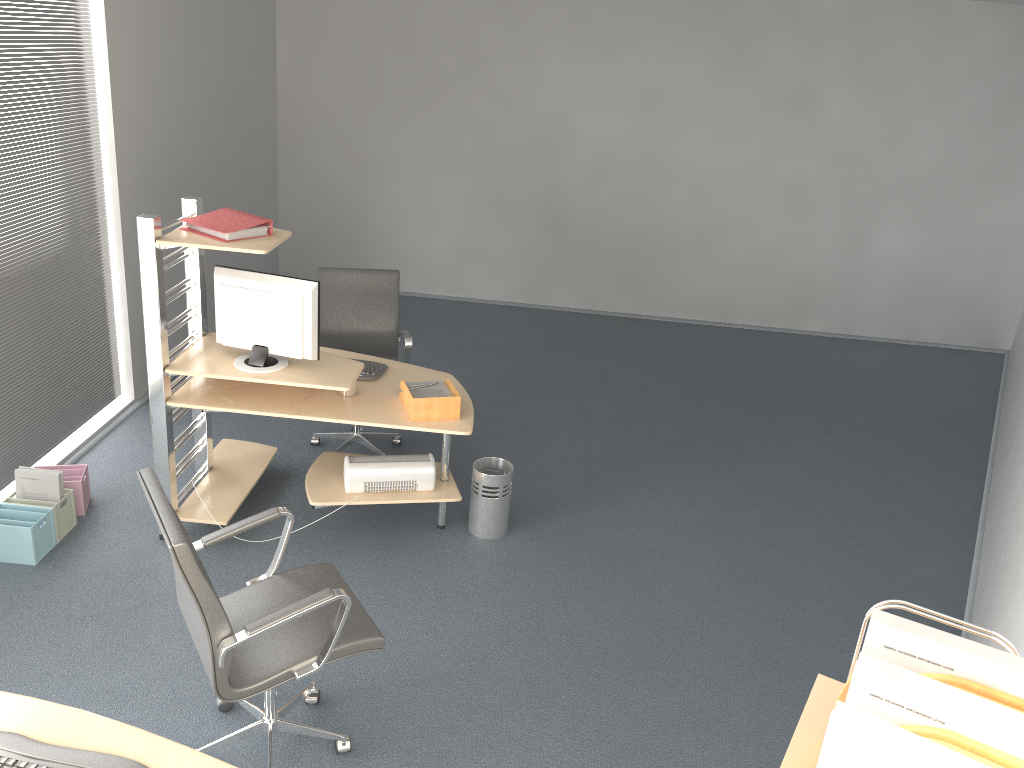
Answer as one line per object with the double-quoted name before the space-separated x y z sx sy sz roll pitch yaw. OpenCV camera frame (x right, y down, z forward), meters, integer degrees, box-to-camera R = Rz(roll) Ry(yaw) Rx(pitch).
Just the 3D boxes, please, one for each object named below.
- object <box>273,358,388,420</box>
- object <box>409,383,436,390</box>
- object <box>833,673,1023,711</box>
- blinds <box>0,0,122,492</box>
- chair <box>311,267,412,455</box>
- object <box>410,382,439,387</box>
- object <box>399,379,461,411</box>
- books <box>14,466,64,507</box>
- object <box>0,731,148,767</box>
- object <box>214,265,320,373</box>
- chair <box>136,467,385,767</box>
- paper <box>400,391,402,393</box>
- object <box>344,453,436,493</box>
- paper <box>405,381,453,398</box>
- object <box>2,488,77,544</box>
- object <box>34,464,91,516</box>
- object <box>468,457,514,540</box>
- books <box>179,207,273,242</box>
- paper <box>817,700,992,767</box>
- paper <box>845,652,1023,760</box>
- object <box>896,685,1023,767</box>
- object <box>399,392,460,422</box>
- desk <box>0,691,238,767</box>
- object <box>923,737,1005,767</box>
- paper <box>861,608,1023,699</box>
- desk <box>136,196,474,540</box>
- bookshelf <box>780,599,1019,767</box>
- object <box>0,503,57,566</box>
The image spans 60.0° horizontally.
"object" -0.945 0.022 4.338 0.478 0.082 0.814 8 22 8
"object" -0.428 0.011 4.240 0.159 0.009 0.008 -14 28 -40
"object" 0.607 0.505 1.315 0.243 0.259 0.113 15 24 24
"blinds" -2.414 -0.870 4.198 0.022 2.770 1.950 6 21 1
"chair" -0.895 -0.084 5.159 0.584 1.048 0.652 1 22 -12
"object" -0.421 0.001 4.267 0.159 0.009 0.008 -9 26 -32
"object" -0.389 0.032 4.173 0.225 0.060 0.309 -2 23 -18
"books" -2.243 0.552 4.220 0.220 0.306 0.068 6 21 1
"object" -1.129 1.023 1.753 0.478 0.082 0.814 8 22 8
"object" -1.155 -0.289 4.042 0.516 0.418 0.245 14 23 21
"chair" -0.819 0.796 2.943 0.652 1.048 0.584 -8 25 -31
"paper" -0.395 0.095 4.199 0.210 0.019 0.297 -2 23 -18
"object" -0.620 0.398 4.438 0.438 0.162 0.351 0 22 -14
"paper" -0.391 0.047 4.180 0.210 0.010 0.297 -2 23 -18
"object" -2.250 0.623 4.232 0.245 0.202 0.185 6 21 1
"object" -2.265 0.539 4.442 0.245 0.202 0.185 -1 22 -16
"object" -0.111 0.591 4.566 0.208 0.377 0.208 -15 29 -41
"books" -1.280 -0.715 3.967 0.320 0.072 0.262 19 25 31
"paper" 0.471 0.560 1.089 0.213 0.297 0.045 18 25 29
"paper" 0.540 0.528 1.187 0.213 0.297 0.045 17 24 27
"object" 0.547 0.540 1.212 0.243 0.259 0.113 17 24 27
"object" -0.394 0.084 4.194 0.225 0.060 0.309 -2 23 -18
"desk" -1.029 0.939 1.823 1.469 1.566 0.967 6 21 1
"object" 0.479 0.573 1.113 0.243 0.259 0.113 18 25 29
"paper" 0.600 0.493 1.290 0.213 0.297 0.045 15 24 24
"desk" -0.882 -0.072 4.424 1.469 1.566 0.967 6 21 1
"bookshelf" 0.512 1.197 1.526 0.381 1.572 0.724 16 24 26
"object" -2.260 0.690 4.059 0.245 0.202 0.185 6 21 1
